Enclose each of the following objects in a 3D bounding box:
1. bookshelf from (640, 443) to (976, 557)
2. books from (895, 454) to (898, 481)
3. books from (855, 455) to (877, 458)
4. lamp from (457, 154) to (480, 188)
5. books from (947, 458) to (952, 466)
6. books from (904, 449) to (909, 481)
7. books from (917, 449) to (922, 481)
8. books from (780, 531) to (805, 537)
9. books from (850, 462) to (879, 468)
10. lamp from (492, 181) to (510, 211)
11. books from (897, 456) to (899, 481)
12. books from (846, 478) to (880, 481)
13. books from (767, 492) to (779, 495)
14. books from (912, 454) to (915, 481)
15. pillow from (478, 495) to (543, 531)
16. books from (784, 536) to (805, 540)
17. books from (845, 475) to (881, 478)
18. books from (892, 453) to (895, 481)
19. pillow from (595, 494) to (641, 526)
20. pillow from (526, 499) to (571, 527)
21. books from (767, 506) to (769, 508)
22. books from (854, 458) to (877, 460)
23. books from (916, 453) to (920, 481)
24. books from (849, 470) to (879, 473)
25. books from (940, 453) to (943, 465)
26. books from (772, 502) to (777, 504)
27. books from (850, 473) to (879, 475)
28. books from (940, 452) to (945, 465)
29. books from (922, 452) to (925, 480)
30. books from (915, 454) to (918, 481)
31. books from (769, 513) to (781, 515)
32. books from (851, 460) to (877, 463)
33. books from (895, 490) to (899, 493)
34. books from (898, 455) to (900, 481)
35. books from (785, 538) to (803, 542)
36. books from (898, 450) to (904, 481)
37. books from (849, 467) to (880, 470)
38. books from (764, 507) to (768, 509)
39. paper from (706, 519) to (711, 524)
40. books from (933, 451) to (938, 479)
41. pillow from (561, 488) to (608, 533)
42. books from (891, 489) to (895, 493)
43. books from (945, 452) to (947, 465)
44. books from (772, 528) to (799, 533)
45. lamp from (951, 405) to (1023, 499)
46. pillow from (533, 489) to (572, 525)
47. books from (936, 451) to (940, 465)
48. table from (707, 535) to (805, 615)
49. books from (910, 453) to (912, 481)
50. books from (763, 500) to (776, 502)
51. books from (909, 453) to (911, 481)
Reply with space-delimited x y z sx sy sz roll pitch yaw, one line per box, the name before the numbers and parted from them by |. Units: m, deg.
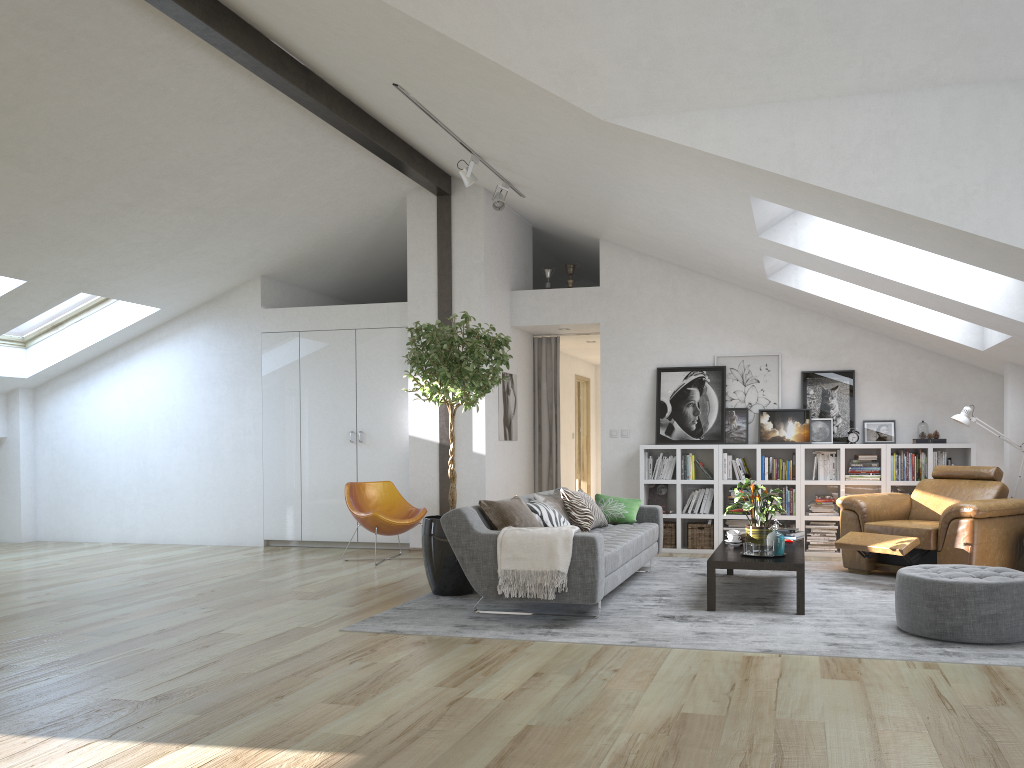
bookshelf | 2.748 1.099 8.460 2.994 1.051 0.305 -1 0 15
books | 3.560 0.774 8.241 0.018 0.240 0.178 0 -1 18
books | 3.314 0.678 8.311 0.168 0.025 0.249 -1 -4 12
lamp | -0.345 -1.663 6.961 0.155 0.254 0.159 0 0 9
books | 3.973 0.777 8.086 0.038 0.212 0.131 0 0 18
books | 3.649 0.747 8.210 0.022 0.291 0.180 0 0 18
books | 3.758 0.744 8.184 0.015 0.291 0.179 0 0 18
books | 2.070 1.142 6.794 0.278 0.030 0.187 -4 -5 41
books | 3.292 0.756 8.292 0.251 0.046 0.159 -2 -4 21
lamp | -0.099 -1.620 7.670 0.146 0.250 0.180 0 -1 6
books | 3.571 0.782 8.227 0.011 0.223 0.164 0 -1 18
books | 3.280 0.887 8.299 0.293 0.029 0.221 -2 -4 21
books | 2.502 1.052 8.536 0.120 0.021 0.090 -1 -4 16
books | 3.697 0.768 8.196 0.023 0.246 0.174 0 0 18
pillow | 0.021 0.909 5.774 0.290 0.338 0.615 -1 -3 27
books | 2.056 1.163 6.778 0.293 0.019 0.206 -3 -5 36
books | 3.276 0.863 8.306 0.306 0.026 0.229 -1 -4 16
books | 3.544 0.768 8.245 0.014 0.254 0.186 0 -1 18
pillow | 0.848 1.051 7.389 0.419 0.261 0.240 -1 -1 17
pillow | 0.229 0.972 6.277 0.340 0.283 0.590 -1 -3 17
books | 2.503 1.177 8.522 0.115 0.020 0.217 -1 -4 4
books | 3.310 0.699 8.305 0.171 0.018 0.244 -1 -4 12
books | 3.741 0.763 8.179 0.014 0.254 0.186 0 -1 18
books | 3.279 0.818 8.290 0.257 0.026 0.186 -1 -4 16
books | 3.935 0.761 8.156 0.019 0.250 0.162 0 0 18
books | 2.497 1.139 8.524 0.107 0.014 0.177 -2 -4 23
books | 3.286 0.840 8.286 0.252 0.019 0.189 -1 -4 16
books | 3.947 0.753 8.139 0.014 0.264 0.170 0 0 18
books | 3.776 0.760 8.178 0.024 0.259 0.183 0 0 18
books | 3.729 0.770 8.194 0.018 0.240 0.178 0 -1 18
books | 2.495 1.241 8.508 0.134 0.017 0.186 0 -4 2
books | 3.283 0.719 8.291 0.218 0.030 0.144 -1 -4 16
books | 3.563 1.105 8.240 0.035 0.243 0.202 0 -1 18
books | 3.587 0.778 8.234 0.015 0.231 0.171 0 -1 18
books | 2.042 1.182 6.780 0.282 0.017 0.219 -3 -5 36
books | 3.607 0.751 8.229 0.027 0.285 0.202 0 0 18
books | 3.291 0.792 8.292 0.268 0.029 0.175 -1 -4 16
books | 2.498 1.195 8.507 0.134 0.017 0.186 0 -4 2
paper | 1.854 1.454 8.689 0.181 0.272 0.198 0 -1 7
books | 3.865 0.752 8.129 0.047 0.265 0.164 0 0 18
pillow | 0.549 0.961 6.862 0.265 0.340 0.590 -1 -2 21
books | 3.522 1.102 8.233 0.038 0.248 0.180 0 -1 18
books | 3.958 0.753 8.126 0.014 0.264 0.170 0 0 18
books | 2.061 1.117 6.797 0.240 0.019 0.169 -2 -4 26
lamp | 3.851 0.849 7.136 0.590 1.369 0.229 0 1 20
pillow | 0.366 0.985 6.837 0.249 0.318 0.676 -1 -3 18
books | 3.915 0.750 8.163 0.025 0.271 0.168 0 0 18
table | 1.774 1.325 6.325 0.589 0.324 1.633 -1 -4 18
books | 3.678 0.764 8.198 0.014 0.254 0.186 0 -1 18
books | 2.485 1.118 8.526 0.101 0.010 0.192 -2 -4 28
books | 3.666 0.765 8.205 0.014 0.254 0.186 0 -1 18
